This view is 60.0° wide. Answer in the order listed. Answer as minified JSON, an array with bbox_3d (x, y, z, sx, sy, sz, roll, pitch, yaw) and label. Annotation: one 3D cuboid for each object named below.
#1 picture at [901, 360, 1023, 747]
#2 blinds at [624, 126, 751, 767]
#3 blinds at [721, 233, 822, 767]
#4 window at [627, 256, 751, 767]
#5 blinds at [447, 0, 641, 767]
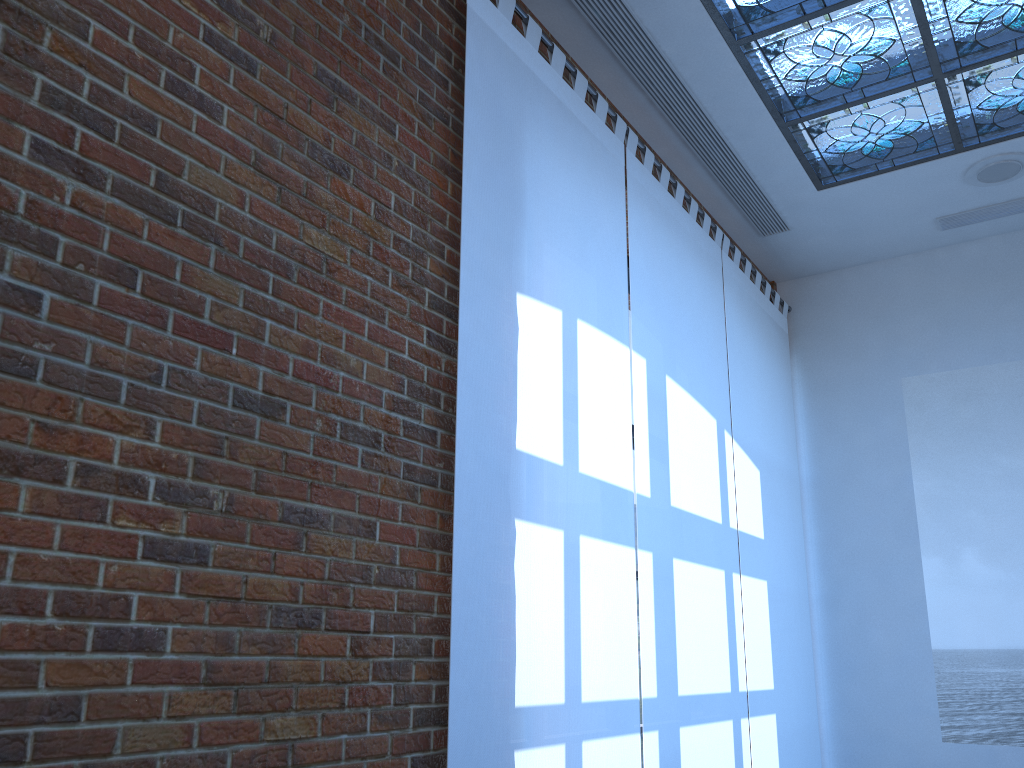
[{"bbox_3d":[4.120,0.816,4.869,3.472,2.336,0.024,-10,-19,32],"label":"picture"},{"bbox_3d":[0.910,0.676,4.452,0.040,3.718,1.329,-9,-18,32],"label":"blinds"},{"bbox_3d":[1.650,1.025,5.548,0.040,3.718,1.368,-9,-18,32],"label":"blinds"},{"bbox_3d":[-1.061,0.154,2.482,0.160,3.571,9.695,-9,-20,32],"label":"window"},{"bbox_3d":[0.178,0.331,3.369,0.040,3.718,1.324,-9,-18,32],"label":"blinds"}]
